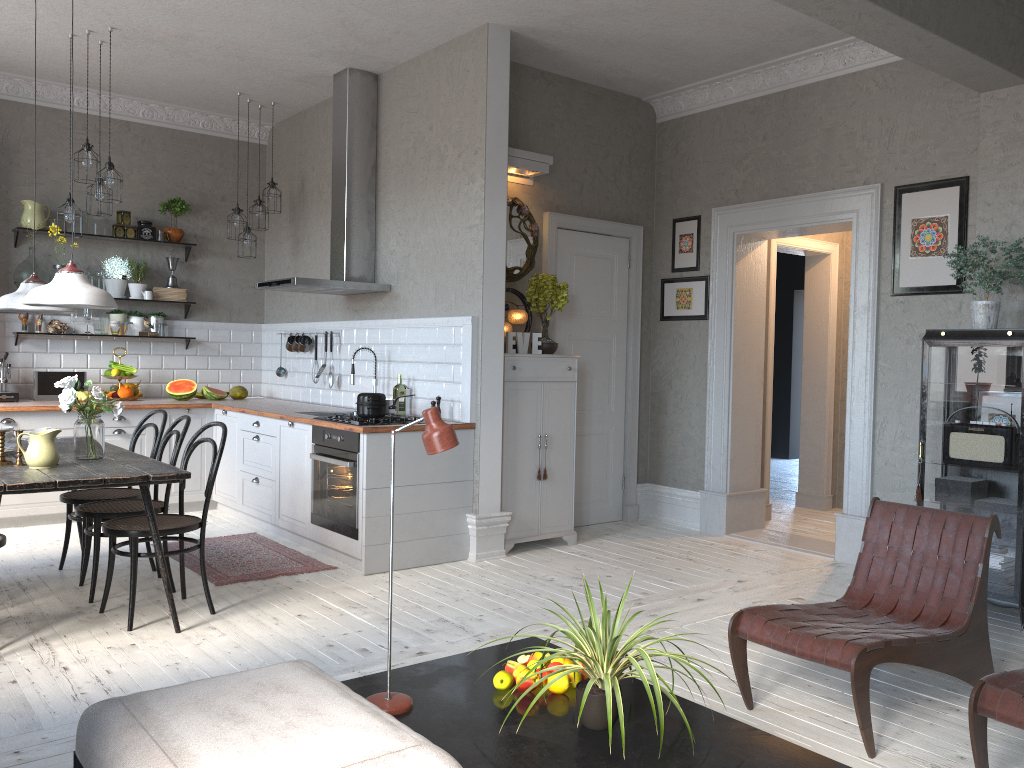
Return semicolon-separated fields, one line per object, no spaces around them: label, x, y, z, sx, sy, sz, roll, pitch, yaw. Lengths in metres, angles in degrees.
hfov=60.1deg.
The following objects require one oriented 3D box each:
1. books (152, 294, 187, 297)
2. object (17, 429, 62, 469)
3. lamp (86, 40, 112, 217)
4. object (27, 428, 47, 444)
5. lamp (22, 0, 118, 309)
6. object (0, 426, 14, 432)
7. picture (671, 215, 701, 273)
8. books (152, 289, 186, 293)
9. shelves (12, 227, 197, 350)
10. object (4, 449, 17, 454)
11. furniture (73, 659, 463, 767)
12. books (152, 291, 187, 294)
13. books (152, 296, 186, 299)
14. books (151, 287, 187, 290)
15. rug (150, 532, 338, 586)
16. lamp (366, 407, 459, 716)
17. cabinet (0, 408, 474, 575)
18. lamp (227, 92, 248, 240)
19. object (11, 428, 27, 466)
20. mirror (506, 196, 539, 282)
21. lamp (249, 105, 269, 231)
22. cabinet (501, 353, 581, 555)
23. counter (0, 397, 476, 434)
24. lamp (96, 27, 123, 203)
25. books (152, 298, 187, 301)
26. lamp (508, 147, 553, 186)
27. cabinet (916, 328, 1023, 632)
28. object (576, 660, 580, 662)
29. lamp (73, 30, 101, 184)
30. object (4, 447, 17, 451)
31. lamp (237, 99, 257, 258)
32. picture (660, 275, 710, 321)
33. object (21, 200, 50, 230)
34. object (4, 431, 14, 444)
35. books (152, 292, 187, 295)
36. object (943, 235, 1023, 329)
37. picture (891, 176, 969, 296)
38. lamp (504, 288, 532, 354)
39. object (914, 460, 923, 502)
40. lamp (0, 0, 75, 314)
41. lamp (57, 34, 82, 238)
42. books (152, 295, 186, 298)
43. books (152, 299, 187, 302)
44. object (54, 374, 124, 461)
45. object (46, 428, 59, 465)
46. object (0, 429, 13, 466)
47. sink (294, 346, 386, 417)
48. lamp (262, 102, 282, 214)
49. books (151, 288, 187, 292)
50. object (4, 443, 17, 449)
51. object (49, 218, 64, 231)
books;-2.890;-0.744;7.459;0.266;0.011;0.154;0;2;-33
object;-2.114;0.290;3.978;0.134;0.170;0.151;2;2;13
lamp;-2.733;-1.994;5.879;0.143;1.735;0.150;3;2;39
object;-2.443;0.289;4.593;0.126;0.119;0.125;1;2;-23
lamp;-1.960;-1.272;3.949;0.380;1.858;0.379;1;2;-1
object;-2.590;0.264;4.421;0.176;0.094;0.183;3;2;43
picture;1.330;-1.066;6.769;0.012;0.416;0.276;0;2;-38
books;-2.889;-0.777;7.458;0.265;0.016;0.155;0;2;-26
shelves;-3.263;-0.722;7.155;1.344;0.923;0.224;0;2;-39
object;-2.592;0.337;4.423;0.241;0.027;0.234;1;2;-20
furniture;-0.557;0.961;1.964;0.596;0.476;0.810;0;2;-38
books;-2.890;-0.766;7.458;0.266;0.011;0.154;0;2;-33
books;-2.890;-0.723;7.460;0.265;0.016;0.155;0;2;-26
books;-2.889;-0.798;7.457;0.266;0.011;0.154;0;2;-33
rug;-1.685;1.061;5.481;0.752;0.014;1.261;0;2;-38
lamp;-0.279;0.482;2.458;0.252;0.839;0.137;1;2;-4
cabinet;-2.243;0.603;6.215;4.174;0.854;1.998;2;2;7
lamp;-2.157;-2.013;6.986;0.147;1.735;0.146;1;2;-6
object;-2.240;0.285;4.026;0.063;0.172;0.061;1;2;-17
mirror;-0.013;-1.000;6.098;0.544;0.593;0.069;0;2;-39
lamp;-2.087;-2.152;7.335;0.146;1.735;0.147;1;2;4
cabinet;0.084;0.446;5.961;0.680;1.297;0.376;0;2;-38
counter;-2.507;0.199;5.802;3.229;0.039;3.319;0;2;-38
lamp;-2.553;-2.033;5.628;0.146;1.735;0.147;1;2;9
books;-2.891;-0.712;7.460;0.266;0.011;0.154;0;2;-33
lamp;0.049;-1.477;6.023;0.424;0.171;0.215;0;2;-38
cabinet;2.437;0.456;4.584;0.355;1.471;0.605;0;2;-38
object;0.225;0.875;2.771;0.060;0.053;0.058;0;2;-32
lamp;-2.722;-2.169;5.685;0.143;1.735;0.150;3;2;39
object;-2.591;0.328;4.423;0.234;0.027;0.240;2;2;20
lamp;-2.138;-1.896;7.175;0.144;1.735;0.149;2;2;24
picture;1.319;-0.652;6.784;0.014;0.331;0.479;0;2;-38
object;-3.641;-1.281;6.761;0.194;0.216;0.170;0;2;-25
object;-2.590;0.284;4.421;0.176;0.094;0.183;3;2;43
books;-2.890;-0.756;7.459;0.266;0.011;0.154;0;2;-36
object;2.464;-0.531;4.551;0.421;0.506;0.392;1;2;-22
picture;2.488;-0.870;5.288;0.020;0.677;0.449;0;2;-38
lamp;-0.034;-0.367;5.949;0.458;0.558;0.168;0;2;-31
object;2.147;0.509;4.675;0.045;0.234;0.040;1;2;8
lamp;-2.498;-1.305;4.639;0.387;1.858;0.372;0;2;-31
lamp;-2.879;-1.835;5.775;0.145;1.735;0.148;2;2;19
books;-2.890;-0.734;7.459;0.266;0.016;0.155;0;2;-30
books;-2.891;-0.701;7.460;0.266;0.011;0.154;0;2;-36
object;-2.043;0.160;4.284;0.318;0.414;0.246;0;2;-40
object;-2.120;0.289;4.077;0.060;0.167;0.058;0;2;-25
object;-2.332;0.283;4.043;0.094;0.172;0.098;2;2;33
sink;-1.145;0.096;6.066;0.539;0.720;0.476;0;2;-38
lamp;-1.949;-2.274;7.227;0.144;1.735;0.149;2;2;24
books;-2.889;-0.788;7.458;0.266;0.016;0.155;0;2;-30
object;-2.591;0.320;4.423;0.240;0.027;0.235;1;2;-15
object;-3.549;-1.231;6.908;0.105;0.111;0.101;0;2;-39
